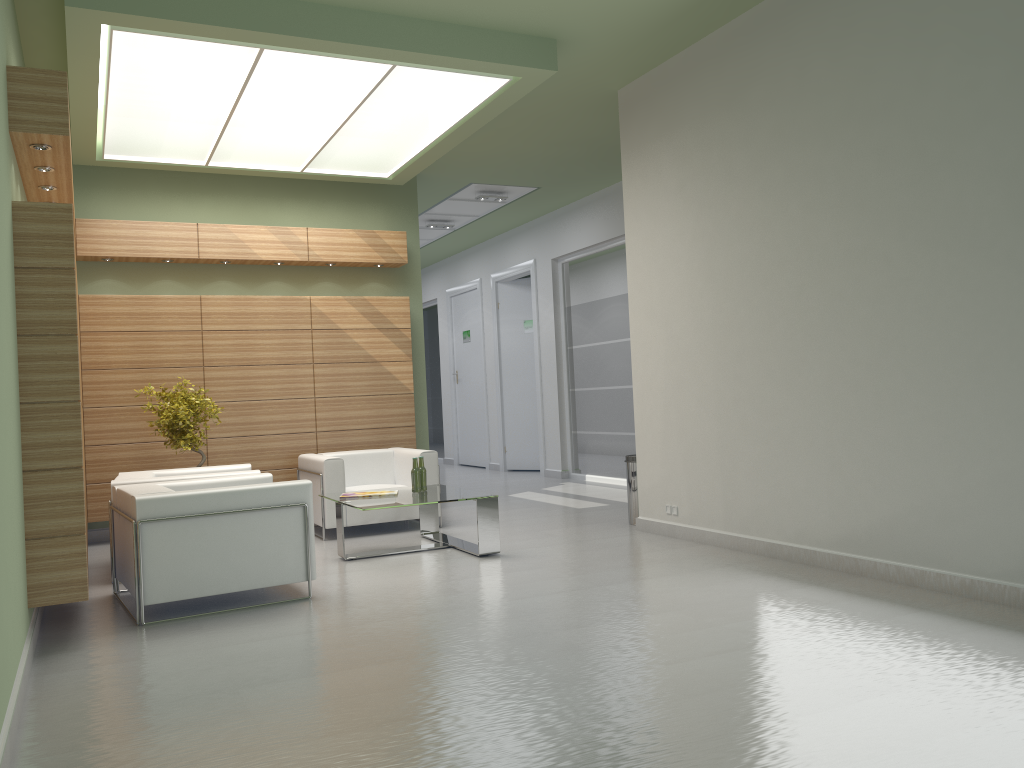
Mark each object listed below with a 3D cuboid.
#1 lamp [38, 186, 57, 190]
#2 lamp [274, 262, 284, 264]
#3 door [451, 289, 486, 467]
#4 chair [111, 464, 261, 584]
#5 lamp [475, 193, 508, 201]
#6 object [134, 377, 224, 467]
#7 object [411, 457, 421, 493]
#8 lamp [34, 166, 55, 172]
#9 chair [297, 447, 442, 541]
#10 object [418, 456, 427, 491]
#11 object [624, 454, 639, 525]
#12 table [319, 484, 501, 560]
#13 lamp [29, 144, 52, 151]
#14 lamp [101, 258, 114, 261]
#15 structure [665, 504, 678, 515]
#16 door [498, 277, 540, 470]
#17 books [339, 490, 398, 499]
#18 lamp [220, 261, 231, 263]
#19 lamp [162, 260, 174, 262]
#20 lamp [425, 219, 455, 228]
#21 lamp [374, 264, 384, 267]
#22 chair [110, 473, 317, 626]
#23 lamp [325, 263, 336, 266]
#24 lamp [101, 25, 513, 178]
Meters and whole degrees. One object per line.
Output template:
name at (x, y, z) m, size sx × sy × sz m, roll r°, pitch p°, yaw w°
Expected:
lamp at (-5.039, -2.150, 9.618) m, size 0.181 × 0.074 × 0.181 m, roll -2°, pitch -1°, yaw -43°
lamp at (-4.029, -2.113, 15.332) m, size 0.181 × 0.074 × 0.181 m, roll -2°, pitch -1°, yaw -31°
door at (-1.299, -0.144, 26.044) m, size 0.250 × 5.083 × 2.089 m, roll -2°, pitch -1°, yaw -26°
chair at (-4.267, 1.770, 11.757) m, size 1.769 × 1.234 × 1.894 m, roll -2°, pitch -1°, yaw -21°
lamp at (-0.439, -4.013, 18.932) m, size 0.657 × 0.159 × 0.286 m, roll -2°, pitch -1°, yaw -26°
object at (-4.969, 1.151, 13.257) m, size 1.116 × 2.565 × 1.201 m, roll -3°, pitch -1°, yaw 32°
object at (-1.311, 1.241, 12.093) m, size 0.131 × 0.475 × 0.131 m, roll -3°, pitch -1°, yaw 29°
lamp at (-4.687, -2.178, 8.886) m, size 0.181 × 0.074 × 0.181 m, roll -2°, pitch -1°, yaw -43°
chair at (-2.322, 1.714, 14.295) m, size 1.894 × 1.234 × 1.802 m, roll -2°, pitch -1°, yaw -26°
object at (-1.247, 1.241, 12.258) m, size 0.131 × 0.475 × 0.131 m, roll -3°, pitch -1°, yaw 29°
object at (1.962, 1.589, 13.397) m, size 0.482 × 1.027 × 0.483 m, roll -3°, pitch -1°, yaw 35°
table at (-1.432, 1.854, 11.867) m, size 1.783 × 0.742 × 2.197 m, roll -2°, pitch -1°, yaw -26°
lamp at (-4.342, -2.205, 8.169) m, size 0.181 × 0.074 × 0.181 m, roll -3°, pitch -1°, yaw 36°
lamp at (-6.459, -2.013, 14.160) m, size 0.181 × 0.074 × 0.181 m, roll -2°, pitch -1°, yaw -31°
structure at (2.160, 1.702, 12.006) m, size 0.017 × 0.118 × 0.262 m, roll -2°, pitch -1°, yaw -26°
door at (0.617, -0.276, 23.412) m, size 2.089 × 5.083 × 0.134 m, roll -3°, pitch -1°, yaw 34°
books at (-1.933, 1.495, 12.030) m, size 0.762 × 0.025 × 0.508 m, roll -3°, pitch -1°, yaw -6°
lamp at (-4.831, -2.080, 14.945) m, size 0.181 × 0.074 × 0.181 m, roll -3°, pitch -1°, yaw 25°
lamp at (-5.650, -2.046, 14.550) m, size 0.181 × 0.074 × 0.181 m, roll -2°, pitch -1°, yaw -31°
lamp at (-1.761, -3.908, 21.681) m, size 0.657 × 0.159 × 0.286 m, roll -2°, pitch -1°, yaw -26°
lamp at (-2.420, -2.179, 16.109) m, size 0.181 × 0.074 × 0.181 m, roll -2°, pitch -1°, yaw -31°
chair at (-3.274, 1.690, 9.656) m, size 1.802 × 1.234 × 1.894 m, roll -2°, pitch -1°, yaw -31°
lamp at (-3.216, -2.146, 15.725) m, size 0.181 × 0.074 × 0.181 m, roll -3°, pitch -1°, yaw 25°
lamp at (-3.152, -3.789, 12.345) m, size 4.571 × 0.325 × 5.060 m, roll -2°, pitch -1°, yaw -26°
